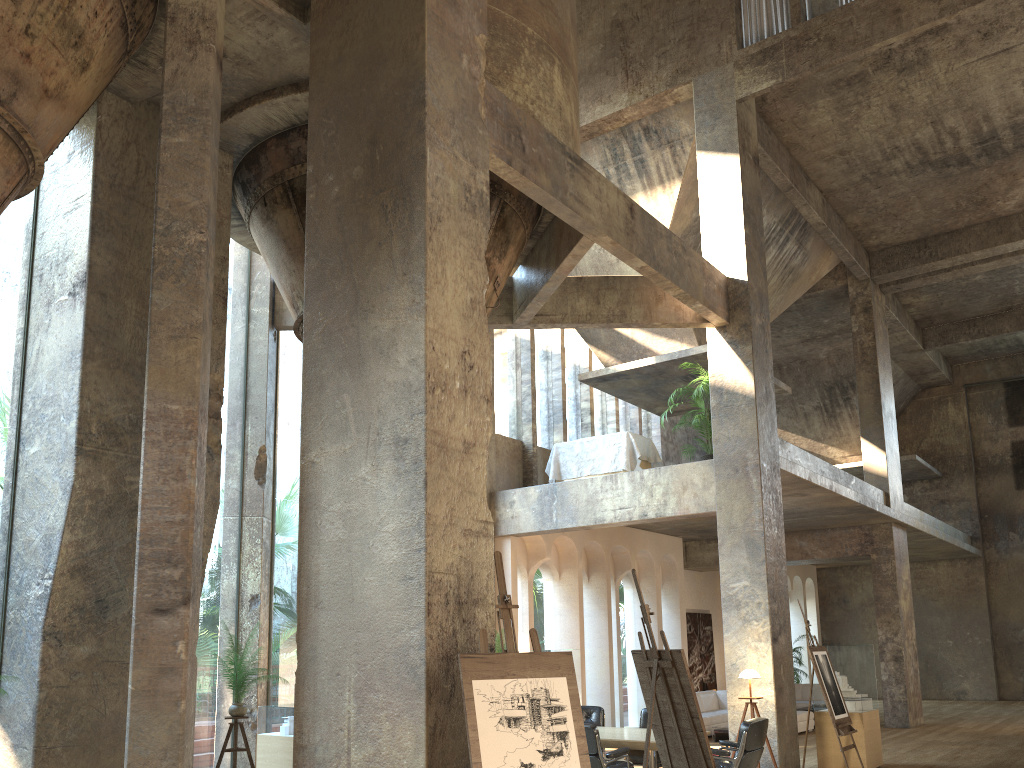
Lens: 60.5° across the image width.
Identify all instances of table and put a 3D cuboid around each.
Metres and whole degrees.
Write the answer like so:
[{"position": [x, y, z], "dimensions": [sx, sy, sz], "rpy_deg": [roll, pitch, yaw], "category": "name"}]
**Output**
[{"position": [3.982, 5.856, 14.699], "dimensions": [0.799, 0.197, 1.129], "rpy_deg": [-13, -20, 34], "category": "table"}, {"position": [1.449, 1.293, 14.006], "dimensions": [1.770, 0.781, 1.134], "rpy_deg": [-12, -18, 35], "category": "table"}, {"position": [0.733, 3.976, 9.153], "dimensions": [2.438, 0.682, 1.123], "rpy_deg": [-13, -19, 35], "category": "table"}, {"position": [3.762, 5.750, 14.409], "dimensions": [0.869, 0.240, 0.376], "rpy_deg": [-13, -19, 35], "category": "table"}]

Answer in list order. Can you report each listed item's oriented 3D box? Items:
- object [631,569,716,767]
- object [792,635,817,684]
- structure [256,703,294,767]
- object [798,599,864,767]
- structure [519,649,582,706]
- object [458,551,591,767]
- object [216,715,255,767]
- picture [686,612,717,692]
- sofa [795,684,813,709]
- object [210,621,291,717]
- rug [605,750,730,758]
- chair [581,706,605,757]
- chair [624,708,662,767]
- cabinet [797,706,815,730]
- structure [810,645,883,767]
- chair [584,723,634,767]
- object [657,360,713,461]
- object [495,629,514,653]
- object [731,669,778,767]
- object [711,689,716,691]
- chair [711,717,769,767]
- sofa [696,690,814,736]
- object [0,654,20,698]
[{"position": [1.099, 2.384, 6.238], "dimensions": [0.686, 2.093, 0.717], "rpy_deg": [3, -11, -21], "category": "object"}, {"position": [6.480, 6.785, 20.623], "dimensions": [1.420, 1.767, 1.374], "rpy_deg": [-12, -17, 41], "category": "object"}, {"position": [-2.158, 3.904, 9.279], "dimensions": [0.743, 0.989, 0.755], "rpy_deg": [-10, -15, 35], "category": "structure"}, {"position": [3.750, 3.644, 10.543], "dimensions": [0.691, 2.093, 0.712], "rpy_deg": [-8, -13, 35], "category": "object"}, {"position": [0.569, 4.652, 12.785], "dimensions": [0.600, 1.509, 0.754], "rpy_deg": [-9, -14, 35], "category": "structure"}, {"position": [0.059, 1.928, 4.675], "dimensions": [0.705, 2.093, 0.698], "rpy_deg": [4, -12, -27], "category": "object"}, {"position": [-2.646, 3.666, 8.390], "dimensions": [0.659, 0.948, 0.585], "rpy_deg": [3, -12, -17], "category": "object"}, {"position": [4.194, 5.994, 19.591], "dimensions": [0.070, 1.726, 1.527], "rpy_deg": [-8, -14, 35], "category": "picture"}, {"position": [6.373, 6.836, 18.939], "dimensions": [2.091, 0.702, 1.089], "rpy_deg": [-13, -19, 35], "category": "sofa"}, {"position": [-2.583, 2.704, 8.393], "dimensions": [0.869, 0.916, 0.698], "rpy_deg": [-11, -16, 38], "category": "object"}, {"position": [2.659, 5.427, 12.897], "dimensions": [2.491, 0.009, 1.368], "rpy_deg": [-13, -21, 35], "category": "rug"}, {"position": [0.733, 4.142, 10.015], "dimensions": [0.730, 0.870, 0.843], "rpy_deg": [-3, -13, 10], "category": "chair"}, {"position": [1.563, 3.956, 9.448], "dimensions": [0.735, 0.870, 0.837], "rpy_deg": [-8, -15, 29], "category": "chair"}, {"position": [5.889, 6.418, 16.940], "dimensions": [0.400, 0.360, 1.588], "rpy_deg": [-11, -19, 34], "category": "cabinet"}, {"position": [4.268, 4.116, 11.219], "dimensions": [0.600, 1.509, 0.754], "rpy_deg": [-9, -14, 35], "category": "structure"}, {"position": [0.763, 3.594, 8.211], "dimensions": [0.740, 0.870, 0.832], "rpy_deg": [-13, -17, 42], "category": "chair"}, {"position": [2.957, 0.415, 12.879], "dimensions": [1.420, 1.763, 1.374], "rpy_deg": [-12, -17, 41], "category": "object"}, {"position": [-0.239, 4.026, 12.886], "dimensions": [0.692, 0.916, 0.877], "rpy_deg": [-7, -15, 26], "category": "object"}, {"position": [2.716, 3.985, 10.252], "dimensions": [0.576, 1.265, 0.668], "rpy_deg": [-9, -14, 36], "category": "object"}, {"position": [4.446, 7.032, 19.329], "dimensions": [0.175, 0.615, 0.243], "rpy_deg": [-6, -12, 24], "category": "object"}, {"position": [1.973, 3.586, 8.251], "dimensions": [0.828, 0.870, 0.743], "rpy_deg": [-9, -15, 32], "category": "chair"}, {"position": [3.872, 5.865, 15.599], "dimensions": [2.088, 0.703, 2.977], "rpy_deg": [-12, -20, 34], "category": "sofa"}, {"position": [-4.064, 2.140, 6.451], "dimensions": [0.865, 0.916, 0.702], "rpy_deg": [7, -15, -32], "category": "object"}]
